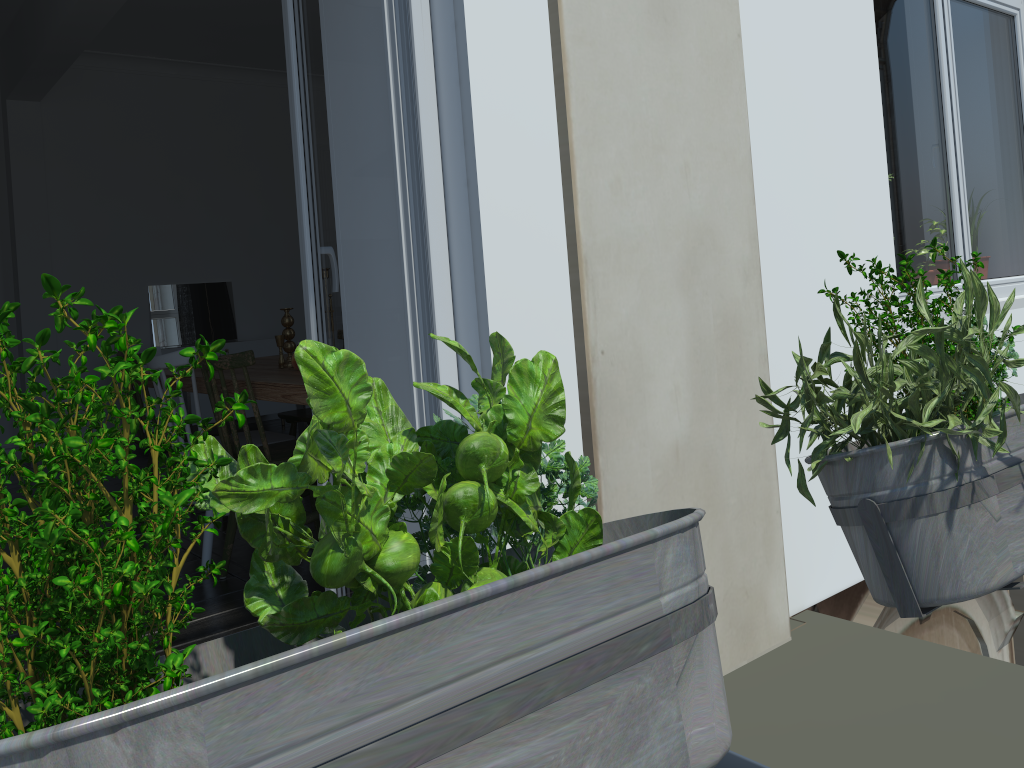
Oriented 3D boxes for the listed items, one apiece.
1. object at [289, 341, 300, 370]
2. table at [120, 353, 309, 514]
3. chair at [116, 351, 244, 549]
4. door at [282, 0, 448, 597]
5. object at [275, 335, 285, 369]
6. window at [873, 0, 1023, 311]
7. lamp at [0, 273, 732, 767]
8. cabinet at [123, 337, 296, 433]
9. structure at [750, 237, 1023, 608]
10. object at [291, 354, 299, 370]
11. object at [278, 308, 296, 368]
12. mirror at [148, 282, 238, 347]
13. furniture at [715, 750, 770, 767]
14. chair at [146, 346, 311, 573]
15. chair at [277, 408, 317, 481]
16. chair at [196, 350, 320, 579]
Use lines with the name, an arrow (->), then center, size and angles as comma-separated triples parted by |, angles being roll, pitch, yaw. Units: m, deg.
object -> -0.846, -0.117, 3.525 | 0.102, 0.114, 0.103 | -3, 3, 37
table -> -0.779, 0.268, 3.696 | 1.024, 0.715, 2.223 | -7, 6, -38
chair -> -1.455, 0.245, 3.910 | 0.488, 0.828, 0.465 | -5, 1, -40
door -> -0.374, -0.305, 2.166 | 0.105, 2.028, 0.583 | -4, -1, -33
object -> -0.946, -0.130, 3.606 | 0.049, 0.139, 0.049 | -4, 0, -39
window -> 1.698, -1.315, 3.529 | 1.577, 1.989, 0.107 | -6, 0, -39
lamp -> -0.930, -0.990, 1.525 | 0.494, 2.511, 2.694 | -4, 2, -38
cabinet -> -2.440, 0.037, 7.148 | 1.208, 0.735, 0.588 | -8, 3, -39
structure -> 0.483, 0.024, 0.986 | 0.291, 0.378, 0.575 | -3, 4, 41
object -> -0.814, -0.092, 3.421 | 0.085, 0.084, 0.089 | -6, 3, -26
object -> -0.938, -0.195, 3.701 | 0.101, 0.248, 0.100 | -4, 0, -15
mirror -> -2.665, -0.592, 7.379 | 0.700, 0.503, 0.054 | -7, 1, -39
furniture -> 0.116, 0.666, 0.794 | 0.604, 0.375, 0.399 | -8, 4, -39
chair -> -1.162, 0.254, 3.517 | 0.512, 0.843, 0.464 | -5, 1, -39
chair -> -0.874, 0.152, 4.376 | 0.488, 0.828, 0.465 | -5, 1, -40
chair -> -0.832, 0.272, 3.165 | 0.488, 0.828, 0.465 | -5, 1, -40
